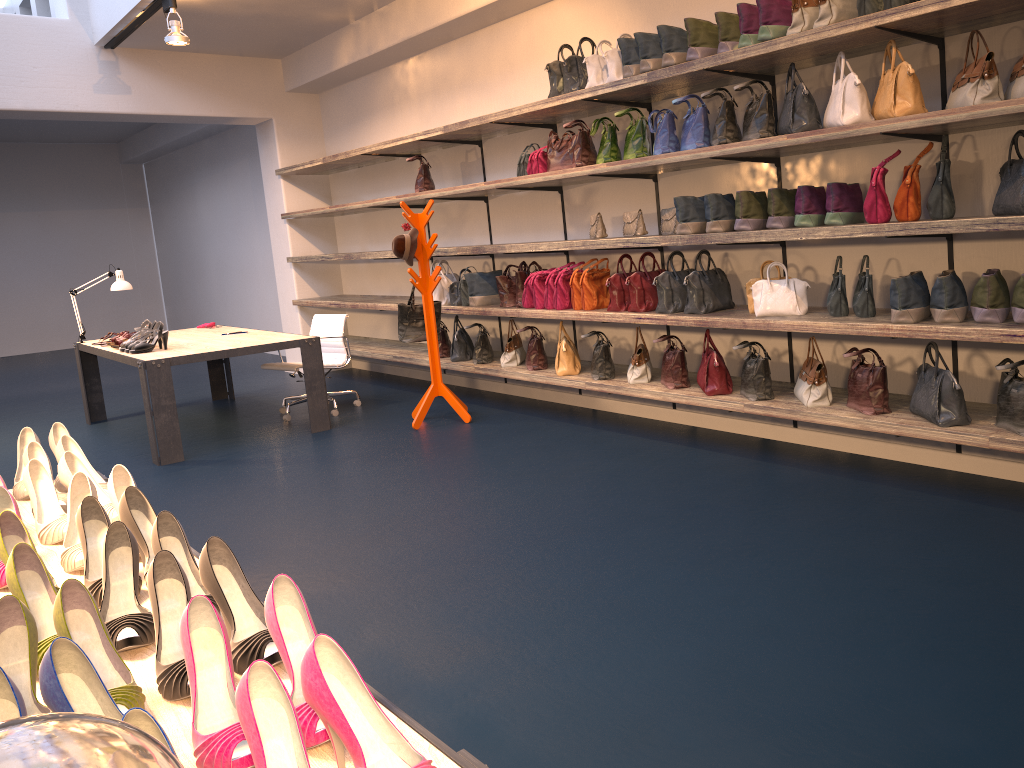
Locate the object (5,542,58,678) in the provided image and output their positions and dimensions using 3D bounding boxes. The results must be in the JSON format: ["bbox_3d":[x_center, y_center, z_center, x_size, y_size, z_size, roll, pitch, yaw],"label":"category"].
[{"bbox_3d":[-0.860,0.397,1.484,0.219,0.194,0.223,-11,11,-37],"label":"object"}]

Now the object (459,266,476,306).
[{"bbox_3d":[-0.335,-0.809,7.190,0.255,0.327,0.101,-10,8,-32],"label":"object"}]

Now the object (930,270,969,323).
[{"bbox_3d":[2.111,-0.424,4.197,0.167,0.230,0.447,-1,10,28],"label":"object"}]

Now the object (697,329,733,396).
[{"bbox_3d":[1.232,-0.147,5.315,0.193,0.383,0.426,-5,8,3],"label":"object"}]

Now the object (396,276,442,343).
[{"bbox_3d":[-0.743,-0.590,6.832,0.408,0.521,0.185,-10,8,-31],"label":"object"}]

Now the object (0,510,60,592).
[{"bbox_3d":[-1.013,0.370,1.702,0.219,0.194,0.223,-11,11,-37],"label":"object"}]

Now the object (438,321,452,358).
[{"bbox_3d":[-0.654,-0.412,7.797,0.217,0.336,0.377,-5,8,3],"label":"object"}]

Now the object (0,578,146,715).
[{"bbox_3d":[-0.676,0.418,1.285,0.219,0.194,0.224,-10,10,-34],"label":"object"}]

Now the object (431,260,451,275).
[{"bbox_3d":[-0.640,-0.907,7.689,0.179,0.383,0.459,0,9,33],"label":"object"}]

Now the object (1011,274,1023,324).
[{"bbox_3d":[2.373,-0.400,3.963,0.165,0.234,0.451,0,10,34],"label":"object"}]

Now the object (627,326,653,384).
[{"bbox_3d":[0.863,-0.209,5.918,0.177,0.364,0.389,-4,8,7],"label":"object"}]

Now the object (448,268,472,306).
[{"bbox_3d":[-0.372,-0.820,7.312,0.367,0.307,0.143,-9,8,-29],"label":"object"}]

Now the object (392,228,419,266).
[{"bbox_3d":[-0.813,-1.031,6.568,0.199,0.288,0.251,-9,9,-30],"label":"object"}]

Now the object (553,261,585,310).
[{"bbox_3d":[0.408,-0.704,6.233,0.254,0.340,0.265,-6,8,-6],"label":"object"}]

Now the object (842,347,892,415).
[{"bbox_3d":[1.836,-0.028,4.536,0.217,0.336,0.377,-5,8,3],"label":"object"}]

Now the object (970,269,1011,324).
[{"bbox_3d":[2.253,-0.413,4.092,0.166,0.234,0.448,0,10,30],"label":"object"}]

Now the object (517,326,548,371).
[{"bbox_3d":[0.158,-0.286,6.733,0.217,0.336,0.377,-5,8,3],"label":"object"}]

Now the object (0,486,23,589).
[{"bbox_3d":[-1.166,0.346,1.908,0.218,0.194,0.225,-9,10,-29],"label":"object"}]

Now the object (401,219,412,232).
[{"bbox_3d":[-0.821,-1.239,6.729,0.061,0.112,0.083,0,9,34],"label":"object"}]

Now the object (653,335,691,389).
[{"bbox_3d":[1.024,-0.153,5.600,0.217,0.336,0.377,-5,8,3],"label":"object"}]

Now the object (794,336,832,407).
[{"bbox_3d":[1.678,-0.083,4.851,0.177,0.364,0.389,-4,8,7],"label":"object"}]

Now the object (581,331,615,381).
[{"bbox_3d":[0.607,-0.210,6.111,0.215,0.336,0.381,-4,8,6],"label":"object"}]

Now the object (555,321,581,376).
[{"bbox_3d":[0.399,-0.275,6.405,0.193,0.383,0.426,-5,8,3],"label":"object"}]

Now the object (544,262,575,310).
[{"bbox_3d":[0.346,-0.713,6.315,0.254,0.340,0.265,-6,8,-6],"label":"object"}]

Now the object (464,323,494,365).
[{"bbox_3d":[-0.276,-0.347,7.267,0.215,0.336,0.381,-4,8,6],"label":"object"}]

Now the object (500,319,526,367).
[{"bbox_3d":[0.000,-0.342,7.048,0.177,0.364,0.389,-4,8,7],"label":"object"}]

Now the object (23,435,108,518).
[{"bbox_3d":[-1.269,0.257,2.465,0.222,0.194,0.220,4,12,44],"label":"object"}]

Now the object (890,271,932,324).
[{"bbox_3d":[1.964,-0.429,4.285,0.165,0.230,0.452,1,10,36],"label":"object"}]

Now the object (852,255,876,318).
[{"bbox_3d":[1.846,-0.514,4.575,0.106,0.327,0.242,-4,8,12],"label":"object"}]

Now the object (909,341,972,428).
[{"bbox_3d":[2.069,-0.015,4.205,0.195,0.383,0.422,-5,8,0],"label":"object"}]

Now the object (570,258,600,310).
[{"bbox_3d":[0.531,-0.708,6.157,0.211,0.359,0.257,-3,8,15],"label":"object"}]

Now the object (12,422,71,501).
[{"bbox_3d":[-1.428,0.232,2.674,0.218,0.194,0.224,-10,10,-31],"label":"object"}]

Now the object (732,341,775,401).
[{"bbox_3d":[1.402,-0.088,5.070,0.215,0.336,0.381,-4,8,6],"label":"object"}]

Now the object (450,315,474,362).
[{"bbox_3d":[-0.444,-0.405,7.511,0.193,0.383,0.427,-5,8,4],"label":"object"}]

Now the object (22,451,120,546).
[{"bbox_3d":[-1.136,0.286,2.244,0.223,0.194,0.219,2,11,39],"label":"object"}]

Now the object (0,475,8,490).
[{"bbox_3d":[-1.304,0.321,2.107,0.218,0.194,0.224,-10,10,-32],"label":"object"}]

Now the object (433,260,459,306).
[{"bbox_3d":[-0.568,-0.875,7.475,0.179,0.383,0.459,0,9,33],"label":"object"}]

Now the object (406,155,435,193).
[{"bbox_3d":[-0.800,-1.835,7.628,0.217,0.336,0.377,-5,8,3],"label":"object"}]

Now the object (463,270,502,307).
[{"bbox_3d":[-0.220,-0.781,7.112,0.357,0.283,0.173,-8,8,-19],"label":"object"}]

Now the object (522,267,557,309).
[{"bbox_3d":[0.205,-0.716,6.489,0.285,0.298,0.314,-6,8,-8],"label":"object"}]

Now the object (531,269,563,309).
[{"bbox_3d":[0.289,-0.706,6.433,0.239,0.296,0.266,-2,8,19],"label":"object"}]

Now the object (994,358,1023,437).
[{"bbox_3d":[2.285,0.048,3.914,0.215,0.336,0.381,-4,8,6],"label":"object"}]
